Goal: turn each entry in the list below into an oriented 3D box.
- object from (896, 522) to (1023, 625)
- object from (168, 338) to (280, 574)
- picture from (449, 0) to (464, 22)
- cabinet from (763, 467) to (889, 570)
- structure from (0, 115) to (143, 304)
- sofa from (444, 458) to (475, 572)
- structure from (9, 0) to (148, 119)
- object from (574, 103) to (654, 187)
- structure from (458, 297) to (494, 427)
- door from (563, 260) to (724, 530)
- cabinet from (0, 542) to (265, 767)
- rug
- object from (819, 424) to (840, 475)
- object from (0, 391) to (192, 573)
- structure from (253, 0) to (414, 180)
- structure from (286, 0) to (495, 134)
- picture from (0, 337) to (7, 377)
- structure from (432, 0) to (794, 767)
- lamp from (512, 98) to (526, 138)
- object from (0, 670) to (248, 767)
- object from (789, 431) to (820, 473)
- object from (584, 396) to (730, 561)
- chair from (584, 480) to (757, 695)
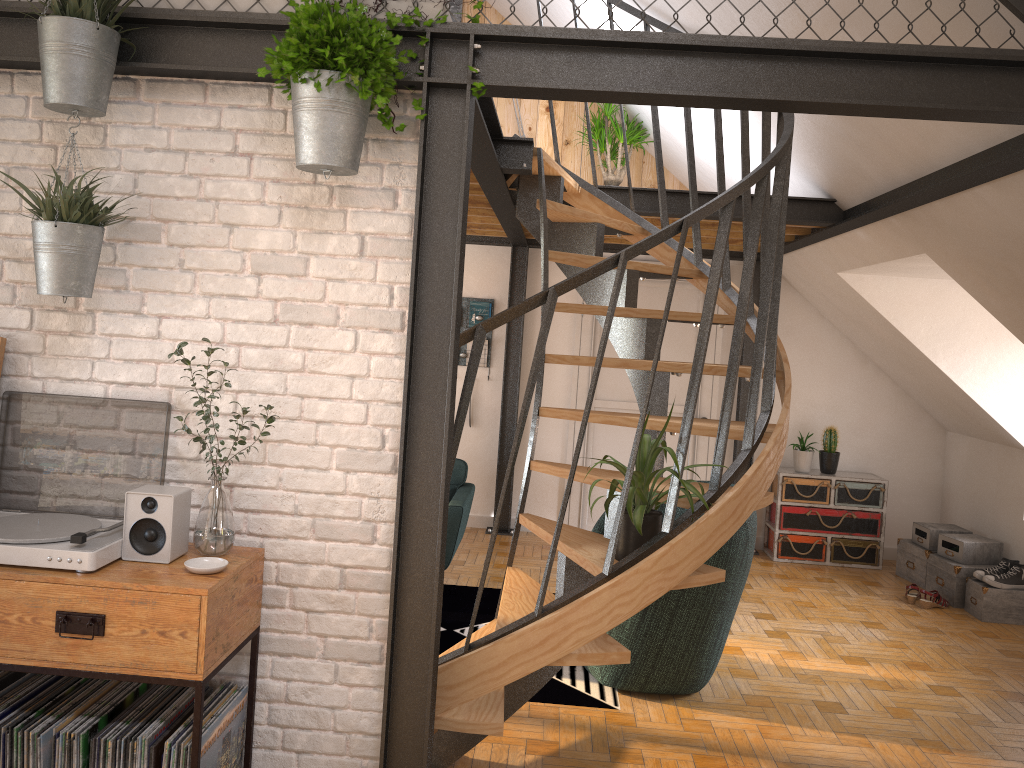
[{"bbox_3d":[3.035,1.274,6.226,0.696,0.429,1.157,4,3,3],"label":"object"},{"bbox_3d":[-0.857,0.180,2.478,0.296,0.620,0.290,4,2,18],"label":"object"},{"bbox_3d":[-0.603,-2.933,7.296,0.381,0.506,0.011,4,1,3],"label":"picture"},{"bbox_3d":[2.478,1.053,7.029,0.834,0.695,0.379,4,2,3],"label":"cabinet"},{"bbox_3d":[-1.268,-0.496,2.526,0.360,0.534,0.385,4,2,13],"label":"structure"},{"bbox_3d":[-1.264,0.838,5.784,1.973,0.782,0.825,4,2,3],"label":"sofa"},{"bbox_3d":[-1.243,-1.053,2.505,0.384,0.606,0.349,3,2,-34],"label":"structure"},{"bbox_3d":[0.753,-1.727,6.809,0.735,1.047,0.789,5,3,42],"label":"object"},{"bbox_3d":[-0.403,-0.180,7.335,0.442,1.076,0.099,4,1,3],"label":"structure"},{"bbox_3d":[1.082,0.143,7.267,1.200,2.298,0.088,4,1,3],"label":"door"},{"bbox_3d":[-1.410,0.939,2.453,1.265,0.963,0.456,4,1,3],"label":"cabinet"},{"bbox_3d":[-1.213,1.290,4.896,3.501,0.010,1.703,4,3,3],"label":"rug"},{"bbox_3d":[2.505,0.507,6.995,0.168,0.401,0.170,3,2,-36],"label":"object"},{"bbox_3d":[-1.303,0.254,2.480,0.787,0.414,0.415,4,2,3],"label":"object"},{"bbox_3d":[-0.495,-0.894,2.453,0.438,0.652,0.423,5,2,33],"label":"structure"},{"bbox_3d":[-0.327,-1.660,2.604,1.305,1.869,0.458,4,1,0],"label":"structure"},{"bbox_3d":[-1.750,0.134,2.625,0.411,0.575,0.126,4,1,3],"label":"picture"},{"bbox_3d":[0.360,-0.426,3.753,1.629,3.815,2.249,4,2,18],"label":"structure"},{"bbox_3d":[-0.190,-2.309,7.071,0.849,0.813,0.195,2,2,-40],"label":"lamp"},{"bbox_3d":[-1.465,1.129,2.472,1.313,0.574,0.405,4,2,3],"label":"object"},{"bbox_3d":[2.291,0.530,6.982,0.234,0.329,0.214,4,2,9],"label":"object"},{"bbox_3d":[0.438,0.320,3.127,0.528,0.591,0.458,3,2,-10],"label":"object"},{"bbox_3d":[0.718,0.967,4.398,0.900,0.963,0.899,3,2,-12],"label":"chair"}]
